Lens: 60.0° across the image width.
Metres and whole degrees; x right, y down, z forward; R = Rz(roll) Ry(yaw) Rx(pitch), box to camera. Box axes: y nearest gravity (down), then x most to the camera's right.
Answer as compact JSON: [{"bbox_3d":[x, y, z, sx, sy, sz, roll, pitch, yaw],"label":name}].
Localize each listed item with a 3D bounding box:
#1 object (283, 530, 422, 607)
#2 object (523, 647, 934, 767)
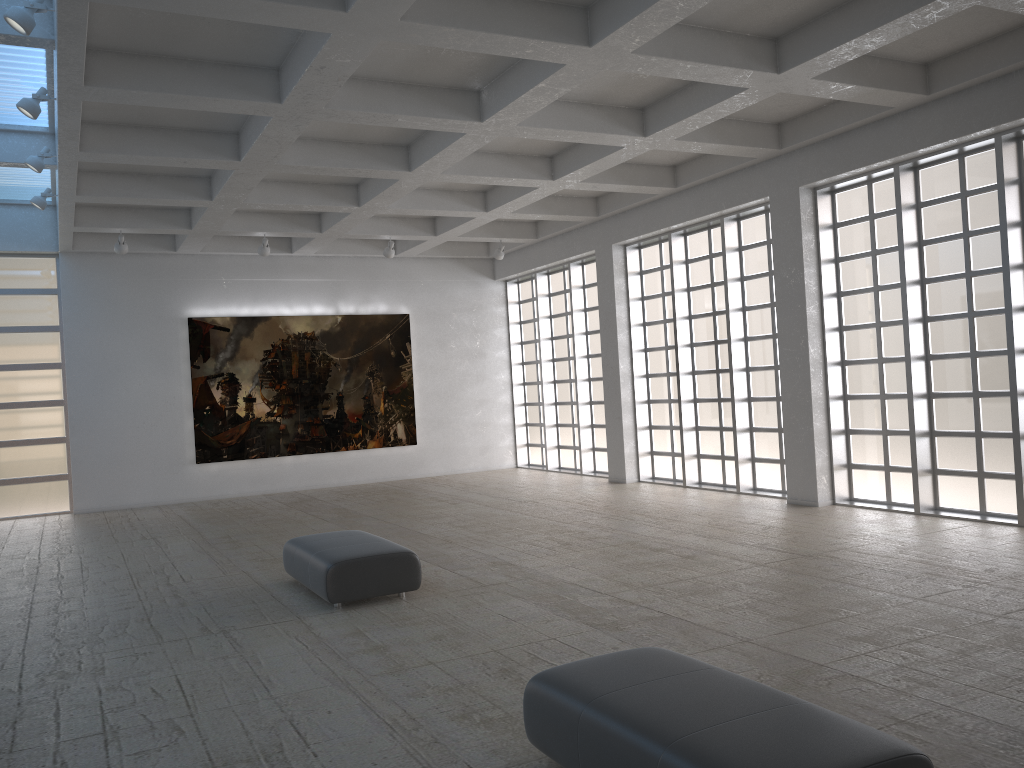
[{"bbox_3d":[-2.843,3.127,15.364,1.616,0.828,3.044,-3,0,-27],"label":"object"},{"bbox_3d":[1.474,2.838,6.884,1.616,0.828,3.044,-3,0,-27],"label":"object"}]
